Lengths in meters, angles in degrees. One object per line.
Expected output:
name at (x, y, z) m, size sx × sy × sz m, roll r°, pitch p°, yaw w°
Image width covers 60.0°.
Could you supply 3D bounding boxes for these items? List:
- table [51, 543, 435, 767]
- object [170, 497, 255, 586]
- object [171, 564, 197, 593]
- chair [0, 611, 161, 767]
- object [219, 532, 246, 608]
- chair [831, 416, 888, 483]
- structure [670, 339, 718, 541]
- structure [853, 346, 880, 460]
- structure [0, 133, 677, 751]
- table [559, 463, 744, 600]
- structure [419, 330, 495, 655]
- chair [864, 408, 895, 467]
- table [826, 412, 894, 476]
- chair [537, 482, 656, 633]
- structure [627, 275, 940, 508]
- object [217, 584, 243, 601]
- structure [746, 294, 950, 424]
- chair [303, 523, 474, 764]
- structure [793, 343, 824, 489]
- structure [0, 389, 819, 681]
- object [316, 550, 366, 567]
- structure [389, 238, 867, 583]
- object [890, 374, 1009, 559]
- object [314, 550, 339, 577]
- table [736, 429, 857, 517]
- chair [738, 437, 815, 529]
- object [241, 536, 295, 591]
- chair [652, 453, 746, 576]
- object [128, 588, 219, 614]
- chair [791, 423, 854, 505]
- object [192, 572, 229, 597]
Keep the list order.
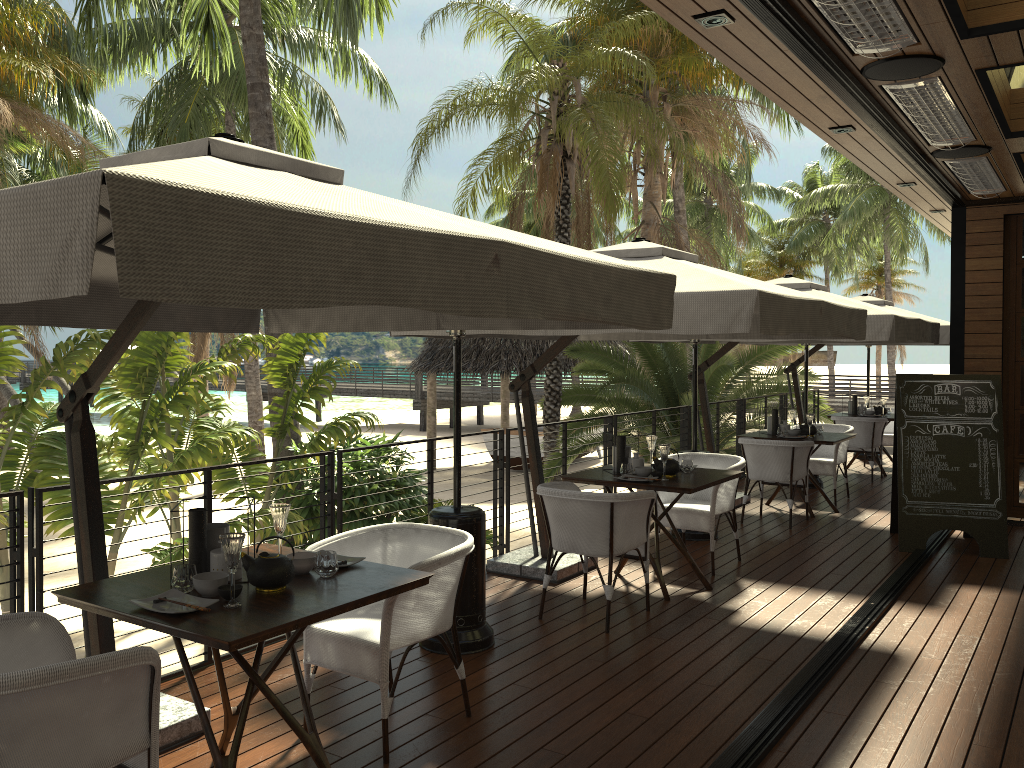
table at (-0.927, 1.076, 3.148) m, size 0.932 × 0.749 × 0.932 m, roll 1°, pitch 2°, yaw 34°
object at (-1.085, 0.567, 3.236) m, size 0.263 × 0.264 × 0.263 m, roll 0°, pitch 2°, yaw -11°
object at (-1.113, 0.663, 3.018) m, size 0.086 × 0.086 × 0.086 m, roll 1°, pitch 2°, yaw 38°
chair at (-1.380, 1.082, 2.459) m, size 0.627 × 0.788 × 0.617 m, roll 1°, pitch 2°, yaw 35°
object at (-0.897, 0.597, 2.845) m, size 0.082 × 0.227 × 0.082 m, roll 1°, pitch 1°, yaw 35°
chair at (4.274, 0.783, 10.950) m, size 0.627 × 0.788 × 0.617 m, roll 1°, pitch 2°, yaw 35°
structure at (1.552, 0.197, 7.528) m, size 0.699 × 2.191 × 0.699 m, roll 1°, pitch 1°, yaw 21°
structure at (5.268, 0.000, 13.109) m, size 0.699 × 2.191 × 0.699 m, roll 1°, pitch 1°, yaw 21°
structure at (-1.011, 0.289, 3.146) m, size 2.414 × 2.332 × 2.414 m, roll 1°, pitch 2°, yaw 34°
table at (0.949, 0.977, 5.966) m, size 0.932 × 0.749 × 0.932 m, roll 1°, pitch 2°, yaw 34°
structure at (-0.293, 0.295, 4.757) m, size 0.699 × 2.191 × 0.699 m, roll 1°, pitch 1°, yaw 21°
chair at (5.182, 0.736, 12.270) m, size 0.627 × 0.788 × 0.617 m, roll 1°, pitch 2°, yaw 35°
table at (4.703, 0.778, 11.603) m, size 0.932 × 0.749 × 0.932 m, roll 1°, pitch 2°, yaw 34°
chair at (0.481, 0.984, 5.254) m, size 0.627 × 0.788 × 0.617 m, roll 1°, pitch 2°, yaw 35°
structure at (2.731, 0.091, 8.767) m, size 2.414 × 2.332 × 2.414 m, roll 1°, pitch 2°, yaw 34°
object at (-0.928, 0.690, 2.921) m, size 0.080 × 0.042 × 0.080 m, roll 0°, pitch 2°, yaw -5°
structure at (4.603, -0.009, 11.578) m, size 2.414 × 2.332 × 2.414 m, roll 1°, pitch 2°, yaw 34°
chair at (-0.498, 1.037, 3.738) m, size 0.627 × 0.788 × 0.617 m, roll 1°, pitch 2°, yaw 35°
structure at (3.435, 0.098, 10.357) m, size 0.699 × 2.191 × 0.699 m, roll 1°, pitch 1°, yaw 21°
structure at (-2.477, 1.039, 2.959) m, size 0.163 × 1.153 × 26.275 m, roll 1°, pitch 2°, yaw 34°
object at (-0.730, 0.680, 3.434) m, size 0.295 × 0.025 × 0.170 m, roll 2°, pitch 3°, yaw 34°
structure at (0.860, 0.190, 5.956) m, size 2.414 × 2.332 × 2.414 m, roll 1°, pitch 2°, yaw 34°
object at (3.531, 0.617, 7.209) m, size 0.768 × 1.396 × 0.772 m, roll 1°, pitch 1°, yaw 18°
object at (-0.676, 0.657, 3.228) m, size 0.086 × 0.086 × 0.086 m, roll 1°, pitch 2°, yaw 38°
table at (2.826, 0.878, 8.785) m, size 0.932 × 0.749 × 0.932 m, roll 1°, pitch 2°, yaw 34°
chair at (2.414, 0.881, 8.158) m, size 0.627 × 0.788 × 0.617 m, roll 1°, pitch 2°, yaw 35°
object at (-0.836, 0.616, 3.068) m, size 0.163 × 0.179 × 0.168 m, roll 1°, pitch 2°, yaw 36°
chair at (1.395, 0.937, 6.582) m, size 0.627 × 0.788 × 0.617 m, roll 1°, pitch 2°, yaw 35°
object at (-1.058, 0.702, 2.818) m, size 0.295 × 0.025 × 0.170 m, roll 2°, pitch 3°, yaw 34°
chair at (3.296, 0.836, 9.437) m, size 0.627 × 0.788 × 0.617 m, roll 1°, pitch 2°, yaw 35°
object at (-1.011, 0.676, 2.975) m, size 0.116 × 0.065 × 0.116 m, roll 1°, pitch 2°, yaw 32°
